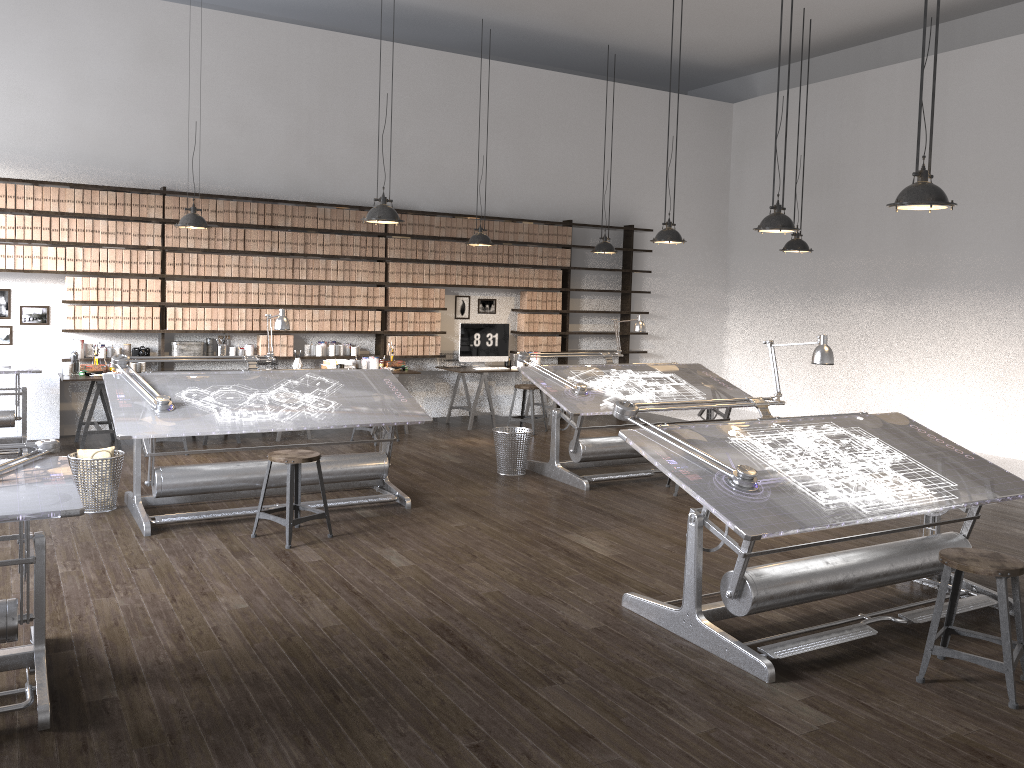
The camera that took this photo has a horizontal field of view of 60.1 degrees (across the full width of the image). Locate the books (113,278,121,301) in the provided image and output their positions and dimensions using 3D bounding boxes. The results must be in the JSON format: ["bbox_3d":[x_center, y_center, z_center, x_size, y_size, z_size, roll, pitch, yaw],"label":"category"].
[{"bbox_3d":[-3.834,-0.913,8.589,0.067,0.225,0.175,0,4,-30],"label":"books"}]

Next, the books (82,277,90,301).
[{"bbox_3d":[-4.075,-0.906,8.453,0.067,0.225,0.175,0,4,-30],"label":"books"}]

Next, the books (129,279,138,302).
[{"bbox_3d":[-3.708,-0.916,8.662,0.067,0.225,0.175,0,4,-30],"label":"books"}]

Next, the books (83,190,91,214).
[{"bbox_3d":[-4.042,-1.725,8.416,0.067,0.225,0.175,0,4,-30],"label":"books"}]

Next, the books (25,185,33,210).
[{"bbox_3d":[-4.457,-1.713,8.172,0.067,0.225,0.175,0,4,-30],"label":"books"}]

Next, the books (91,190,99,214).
[{"bbox_3d":[-3.982,-1.727,8.452,0.067,0.225,0.175,0,4,-30],"label":"books"}]

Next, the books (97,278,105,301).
[{"bbox_3d":[-3.959,-0.910,8.522,0.067,0.225,0.175,0,4,-30],"label":"books"}]

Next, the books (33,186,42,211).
[{"bbox_3d":[-4.398,-1.715,8.211,0.067,0.225,0.175,0,4,-30],"label":"books"}]

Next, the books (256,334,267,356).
[{"bbox_3d":[-2.633,-0.405,9.321,0.067,0.225,0.175,0,4,-30],"label":"books"}]

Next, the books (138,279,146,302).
[{"bbox_3d":[-3.646,-0.919,8.704,0.067,0.225,0.175,0,4,-30],"label":"books"}]

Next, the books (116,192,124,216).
[{"bbox_3d":[-3.793,-1.732,8.553,0.067,0.225,0.175,0,4,-30],"label":"books"}]

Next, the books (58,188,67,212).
[{"bbox_3d":[-4.220,-1.720,8.312,0.067,0.225,0.175,0,4,-30],"label":"books"}]

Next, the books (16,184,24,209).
[{"bbox_3d":[-4.521,-1.712,8.140,0.067,0.225,0.175,0,4,-30],"label":"books"}]

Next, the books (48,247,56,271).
[{"bbox_3d":[-4.310,-1.168,8.296,0.067,0.225,0.175,0,4,-30],"label":"books"}]

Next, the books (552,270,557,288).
[{"bbox_3d":[0.489,-1.313,11.078,0.067,0.225,0.175,0,4,-30],"label":"books"}]

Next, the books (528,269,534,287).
[{"bbox_3d":[0.196,-1.304,10.903,0.067,0.225,0.175,0,4,-30],"label":"books"}]

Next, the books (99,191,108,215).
[{"bbox_3d":[-3.920,-1.728,8.484,0.067,0.225,0.175,0,4,-30],"label":"books"}]

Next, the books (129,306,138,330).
[{"bbox_3d":[-3.710,-0.647,8.678,0.067,0.225,0.175,0,4,-30],"label":"books"}]

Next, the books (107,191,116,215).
[{"bbox_3d":[-3.856,-1.730,8.517,0.067,0.225,0.175,0,4,-30],"label":"books"}]

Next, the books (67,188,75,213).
[{"bbox_3d":[-4.164,-1.721,8.342,0.067,0.225,0.175,0,4,-30],"label":"books"}]

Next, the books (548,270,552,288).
[{"bbox_3d":[0.427,-1.311,11.043,0.067,0.225,0.175,0,4,-30],"label":"books"}]

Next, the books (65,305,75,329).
[{"bbox_3d":[-4.192,-0.633,8.399,0.067,0.225,0.175,0,4,-30],"label":"books"}]

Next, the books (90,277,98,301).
[{"bbox_3d":[-4.014,-0.907,8.483,0.067,0.225,0.175,0,4,-30],"label":"books"}]

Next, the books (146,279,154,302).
[{"bbox_3d":[-3.579,-0.921,8.739,0.067,0.225,0.175,0,4,-30],"label":"books"}]

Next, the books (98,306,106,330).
[{"bbox_3d":[-3.958,-0.640,8.540,0.067,0.225,0.175,0,4,-30],"label":"books"}]

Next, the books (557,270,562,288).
[{"bbox_3d":[0.552,-1.314,11.110,0.067,0.225,0.175,0,4,-30],"label":"books"}]

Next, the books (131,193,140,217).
[{"bbox_3d":[-3.676,-1.736,8.627,0.067,0.225,0.175,0,4,-30],"label":"books"}]

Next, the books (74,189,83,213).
[{"bbox_3d":[-4.101,-1.723,8.377,0.067,0.225,0.175,0,4,-30],"label":"books"}]

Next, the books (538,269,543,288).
[{"bbox_3d":[0.312,-1.308,10.974,0.067,0.225,0.175,0,4,-30],"label":"books"}]

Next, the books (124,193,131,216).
[{"bbox_3d":[-3.740,-1.734,8.589,0.067,0.225,0.175,0,4,-30],"label":"books"}]

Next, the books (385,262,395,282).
[{"bbox_3d":[-1.380,-1.259,9.994,0.067,0.225,0.175,0,4,-30],"label":"books"}]

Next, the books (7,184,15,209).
[{"bbox_3d":[-4.583,-1.709,8.098,0.067,0.225,0.175,0,4,-30],"label":"books"}]

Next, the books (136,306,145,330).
[{"bbox_3d":[-3.657,-0.649,8.713,0.067,0.225,0.175,0,4,-30],"label":"books"}]

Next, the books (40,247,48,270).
[{"bbox_3d":[-4.366,-1.167,8.266,0.067,0.225,0.175,0,4,-30],"label":"books"}]

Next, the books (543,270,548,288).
[{"bbox_3d":[0.372,-1.309,11.004,0.067,0.225,0.175,0,4,-30],"label":"books"}]

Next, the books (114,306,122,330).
[{"bbox_3d":[-3.837,-0.644,8.608,0.067,0.225,0.175,0,4,-30],"label":"books"}]

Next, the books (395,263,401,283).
[{"bbox_3d":[-1.323,-1.260,10.022,0.067,0.225,0.175,0,4,-30],"label":"books"}]

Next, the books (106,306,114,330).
[{"bbox_3d":[-3.899,-0.642,8.576,0.067,0.225,0.175,0,4,-30],"label":"books"}]

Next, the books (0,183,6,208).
[{"bbox_3d":[-4.650,-1.708,8.065,0.067,0.225,0.175,0,4,-30],"label":"books"}]

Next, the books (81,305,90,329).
[{"bbox_3d":[-4.081,-0.637,8.467,0.067,0.225,0.175,0,4,-30],"label":"books"}]

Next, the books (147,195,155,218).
[{"bbox_3d":[-3.555,-1.739,8.696,0.067,0.225,0.175,0,4,-30],"label":"books"}]

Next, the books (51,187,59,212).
[{"bbox_3d":[-4.275,-1.718,8.275,0.067,0.225,0.175,0,4,-30],"label":"books"}]

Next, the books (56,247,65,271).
[{"bbox_3d":[-4.247,-1.170,8.331,0.067,0.225,0.175,0,4,-30],"label":"books"}]

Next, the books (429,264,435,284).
[{"bbox_3d":[-0.955,-1.271,10.239,0.067,0.225,0.175,0,4,-30],"label":"books"}]

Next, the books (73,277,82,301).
[{"bbox_3d":[-4.128,-0.904,8.420,0.067,0.225,0.175,0,4,-30],"label":"books"}]

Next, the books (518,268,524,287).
[{"bbox_3d":[0.072,-1.301,10.838,0.067,0.225,0.175,0,4,-30],"label":"books"}]

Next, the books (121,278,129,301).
[{"bbox_3d":[-3.775,-0.915,8.629,0.067,0.225,0.175,0,4,-30],"label":"books"}]

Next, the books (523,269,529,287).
[{"bbox_3d":[0.134,-1.302,10.872,0.067,0.225,0.175,0,4,-30],"label":"books"}]

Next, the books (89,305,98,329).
[{"bbox_3d":[-4.017,-0.638,8.501,0.067,0.225,0.175,0,4,-30],"label":"books"}]

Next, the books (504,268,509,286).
[{"bbox_3d":[-0.110,-1.295,10.724,0.067,0.225,0.175,0,4,-30],"label":"books"}]

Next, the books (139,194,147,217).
[{"bbox_3d":[-3.617,-1.738,8.664,0.067,0.225,0.175,0,4,-30],"label":"books"}]

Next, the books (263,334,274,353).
[{"bbox_3d":[-2.578,-0.408,9.359,0.067,0.225,0.175,0,4,-30],"label":"books"}]

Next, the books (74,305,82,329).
[{"bbox_3d":[-4.136,-0.635,8.436,0.067,0.225,0.175,0,4,-30],"label":"books"}]

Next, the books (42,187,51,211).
[{"bbox_3d":[-4.336,-1.717,8.246,0.067,0.225,0.175,0,4,-30],"label":"books"}]

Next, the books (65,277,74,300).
[{"bbox_3d":[-4.190,-0.903,8.383,0.067,0.225,0.175,0,4,-30],"label":"books"}]

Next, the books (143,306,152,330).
[{"bbox_3d":[-3.602,-0.651,8.748,0.067,0.225,0.175,0,4,-30],"label":"books"}]

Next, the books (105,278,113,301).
[{"bbox_3d":[-3.898,-0.912,8.557,0.067,0.225,0.175,0,4,-30],"label":"books"}]

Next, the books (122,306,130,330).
[{"bbox_3d":[-3.772,-0.645,8.641,0.067,0.225,0.175,0,4,-30],"label":"books"}]
